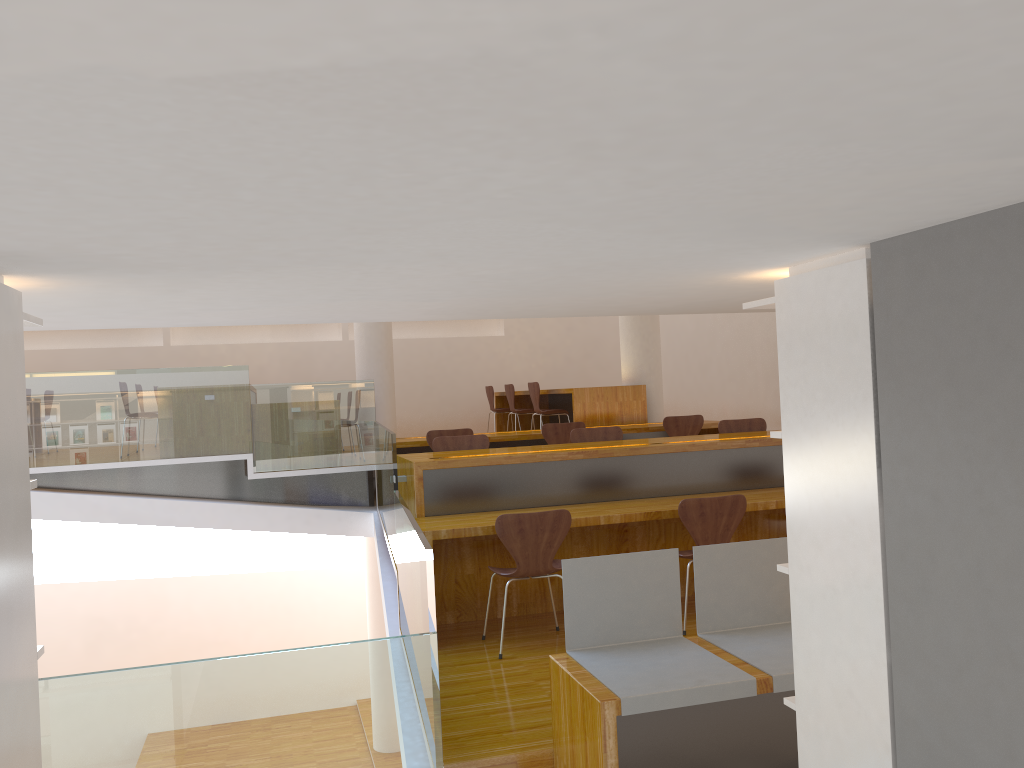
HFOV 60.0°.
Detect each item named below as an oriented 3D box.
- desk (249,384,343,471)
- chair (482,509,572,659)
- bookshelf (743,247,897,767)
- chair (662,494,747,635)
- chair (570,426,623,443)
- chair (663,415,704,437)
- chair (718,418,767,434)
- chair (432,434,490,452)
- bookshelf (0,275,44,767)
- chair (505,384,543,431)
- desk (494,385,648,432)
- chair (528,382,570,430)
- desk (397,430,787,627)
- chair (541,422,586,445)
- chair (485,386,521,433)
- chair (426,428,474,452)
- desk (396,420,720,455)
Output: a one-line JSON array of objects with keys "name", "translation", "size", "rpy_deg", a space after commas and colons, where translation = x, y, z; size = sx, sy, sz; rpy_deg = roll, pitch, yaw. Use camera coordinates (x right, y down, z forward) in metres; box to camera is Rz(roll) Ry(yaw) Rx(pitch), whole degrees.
[{"name": "desk", "translation": [-2.688, 0.424, 9.305], "size": [1.527, 0.785, 3.243], "rpy_deg": [-3, -1, -15]}, {"name": "chair", "translation": [0.079, 0.975, 4.509], "size": [0.428, 0.693, 0.381], "rpy_deg": [-3, -1, -15]}, {"name": "bookshelf", "translation": [2.141, 0.572, 2.437], "size": [2.984, 1.836, 0.498], "rpy_deg": [-3, -1, -15]}, {"name": "chair", "translation": [1.016, 0.932, 4.762], "size": [0.428, 0.693, 0.381], "rpy_deg": [-3, -1, -15]}, {"name": "chair", "translation": [0.651, 0.647, 6.062], "size": [0.428, 0.693, 0.381], "rpy_deg": [-3, -1, -15]}, {"name": "chair", "translation": [1.475, 0.626, 7.929], "size": [0.428, 0.693, 0.381], "rpy_deg": [-3, -1, -15]}, {"name": "chair", "translation": [1.740, 0.598, 6.317], "size": [0.428, 0.693, 0.381], "rpy_deg": [-3, -1, -15]}, {"name": "chair", "translation": [-0.286, 0.689, 5.808], "size": [0.428, 0.693, 0.381], "rpy_deg": [-3, -1, -15]}, {"name": "bookshelf", "translation": [-2.635, 0.788, 1.089], "size": [3.666, 1.836, 0.397], "rpy_deg": [-3, -1, -15]}, {"name": "chair", "translation": [0.142, 0.341, 10.132], "size": [0.381, 0.693, 0.428], "rpy_deg": [-3, -1, -15]}, {"name": "desk", "translation": [0.561, 0.361, 10.219], "size": [0.760, 0.606, 3.185], "rpy_deg": [-3, -1, -15]}, {"name": "chair", "translation": [0.395, 0.320, 9.194], "size": [0.381, 0.693, 0.428], "rpy_deg": [-3, -1, -15]}, {"name": "desk", "translation": [0.950, 0.832, 5.505], "size": [3.236, 0.918, 1.285], "rpy_deg": [-3, -1, -15]}, {"name": "chair", "translation": [0.406, 0.674, 7.600], "size": [0.428, 0.693, 0.381], "rpy_deg": [-3, -1, -15]}, {"name": "chair", "translation": [-0.112, 0.364, 11.222], "size": [0.381, 0.693, 0.428], "rpy_deg": [-3, -1, -15]}, {"name": "chair", "translation": [-0.530, 0.716, 7.347], "size": [0.428, 0.693, 0.381], "rpy_deg": [-3, -1, -15]}, {"name": "desk", "translation": [0.436, 0.725, 8.112], "size": [3.185, 0.606, 0.760], "rpy_deg": [-3, -1, -15]}]
